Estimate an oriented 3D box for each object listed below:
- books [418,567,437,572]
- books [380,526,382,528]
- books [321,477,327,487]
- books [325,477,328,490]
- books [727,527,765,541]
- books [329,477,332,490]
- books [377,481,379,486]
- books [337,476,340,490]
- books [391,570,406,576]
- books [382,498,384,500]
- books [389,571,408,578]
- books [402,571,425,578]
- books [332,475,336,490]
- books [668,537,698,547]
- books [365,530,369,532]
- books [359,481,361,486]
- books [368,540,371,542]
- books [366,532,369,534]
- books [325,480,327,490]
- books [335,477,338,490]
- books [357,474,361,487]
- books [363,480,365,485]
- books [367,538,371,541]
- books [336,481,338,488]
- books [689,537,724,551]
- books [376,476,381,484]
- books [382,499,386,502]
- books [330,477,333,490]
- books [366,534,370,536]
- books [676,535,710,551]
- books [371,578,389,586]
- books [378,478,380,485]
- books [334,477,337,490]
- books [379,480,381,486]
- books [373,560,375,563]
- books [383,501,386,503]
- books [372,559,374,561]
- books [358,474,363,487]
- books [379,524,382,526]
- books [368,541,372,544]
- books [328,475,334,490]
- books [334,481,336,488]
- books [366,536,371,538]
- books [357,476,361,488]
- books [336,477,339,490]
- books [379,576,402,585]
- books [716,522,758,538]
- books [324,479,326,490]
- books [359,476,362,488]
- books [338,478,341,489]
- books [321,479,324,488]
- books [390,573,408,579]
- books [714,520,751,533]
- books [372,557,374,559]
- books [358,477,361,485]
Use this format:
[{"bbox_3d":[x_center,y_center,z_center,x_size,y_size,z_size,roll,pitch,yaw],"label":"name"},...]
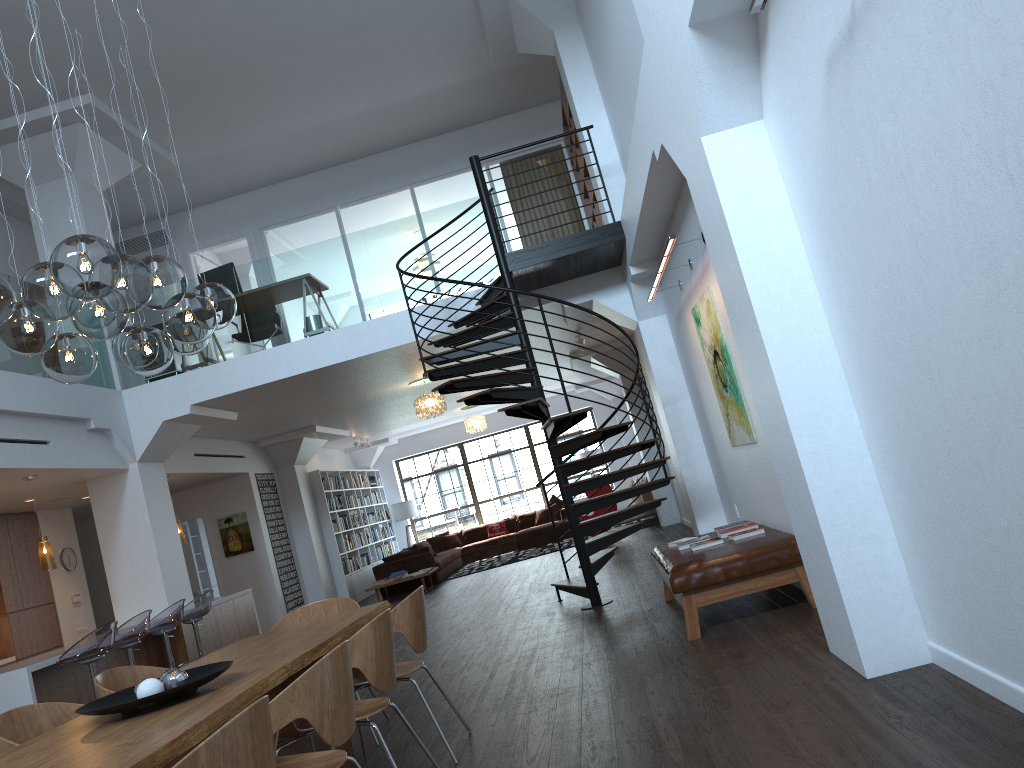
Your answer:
[{"bbox_3d":[-1.442,3.119,14.887,0.256,0.035,0.350,-19,-8,28],"label":"books"},{"bbox_3d":[-2.860,3.034,18.683,0.223,0.031,0.161,-16,-7,3],"label":"books"},{"bbox_3d":[-3.371,1.791,15.704,0.159,0.248,0.089,-16,-7,3],"label":"books"},{"bbox_3d":[-3.366,1.793,15.747,0.170,0.251,0.118,-16,-7,3],"label":"books"},{"bbox_3d":[1.644,1.054,6.232,0.224,0.036,0.161,-15,-7,-3],"label":"books"},{"bbox_3d":[-3.345,1.819,15.987,0.170,0.251,0.118,-16,-7,3],"label":"books"},{"bbox_3d":[-3.021,2.199,19.573,0.128,0.178,0.022,-16,-7,3],"label":"books"},{"bbox_3d":[-3.299,1.863,16.480,0.182,0.255,0.077,-16,-7,3],"label":"books"},{"bbox_3d":[-1.922,3.191,14.990,0.224,0.027,0.157,-16,-7,8],"label":"books"},{"bbox_3d":[-2.957,2.570,19.551,0.254,0.032,0.174,-20,-8,38],"label":"books"},{"bbox_3d":[-1.918,3.223,14.989,0.279,0.035,0.191,-17,-7,13],"label":"books"},{"bbox_3d":[-1.621,3.127,14.554,0.231,0.040,0.342,-8,-10,-46],"label":"books"},{"bbox_3d":[-3.339,1.822,16.192,0.197,0.290,0.136,-16,-7,3],"label":"books"},{"bbox_3d":[1.322,1.221,6.859,0.161,0.031,0.223,-13,-7,-19],"label":"books"},{"bbox_3d":[-2.950,2.926,17.575,0.208,0.024,0.144,-16,-7,8],"label":"books"},{"bbox_3d":[-3.158,2.034,18.023,0.144,0.207,0.048,-16,-7,3],"label":"books"},{"bbox_3d":[-2.921,3.134,17.550,0.251,0.037,0.160,-16,-7,8],"label":"books"},{"bbox_3d":[-2.950,2.982,17.576,0.223,0.032,0.161,-16,-7,3],"label":"books"},{"bbox_3d":[-3.362,1.798,15.671,0.161,0.222,0.084,-16,-7,3],"label":"books"},{"bbox_3d":[-3.309,1.846,16.292,0.182,0.253,0.098,-16,-7,3],"label":"books"},{"bbox_3d":[-3.168,1.985,17.982,0.140,0.298,0.044,-16,-7,3],"label":"books"},{"bbox_3d":[-3.146,2.060,18.369,0.168,0.231,0.037,-16,-7,3],"label":"books"},{"bbox_3d":[-2.934,3.100,17.579,0.259,0.040,0.180,-16,-7,3],"label":"books"},{"bbox_3d":[-3.316,1.851,16.339,0.182,0.255,0.077,-16,-7,3],"label":"books"},{"bbox_3d":[1.375,1.131,6.274,0.224,0.032,0.161,-16,-7,3],"label":"books"},{"bbox_3d":[-3.011,2.193,19.783,0.140,0.231,0.042,-16,-7,3],"label":"books"},{"bbox_3d":[-2.951,2.602,19.552,0.284,0.033,0.197,-17,-7,18],"label":"books"},{"bbox_3d":[-3.336,1.827,16.040,0.174,0.242,0.105,-16,-7,3],"label":"books"},{"bbox_3d":[-2.948,3.016,17.566,0.253,0.040,0.183,-16,-7,3],"label":"books"},{"bbox_3d":[1.341,1.171,6.540,0.247,0.040,0.185,-16,-7,6],"label":"books"},{"bbox_3d":[-2.216,3.331,14.940,0.241,0.045,0.334,-16,-7,5],"label":"books"},{"bbox_3d":[-3.011,2.202,19.700,0.136,0.196,0.045,-16,-7,3],"label":"books"},{"bbox_3d":[-3.314,1.845,16.259,0.159,0.248,0.089,-16,-7,3],"label":"books"},{"bbox_3d":[-3.004,2.208,19.741,0.139,0.191,0.036,-16,-7,3],"label":"books"},{"bbox_3d":[-2.850,3.529,17.473,0.284,0.035,0.197,-16,-7,3],"label":"books"},{"bbox_3d":[-2.942,2.635,19.548,0.284,0.035,0.197,-20,-8,33],"label":"books"},{"bbox_3d":[-2.859,3.497,17.476,0.284,0.033,0.197,-14,-7,-12],"label":"books"},{"bbox_3d":[-3.169,2.015,18.200,0.176,0.290,0.053,-16,-7,3],"label":"books"},{"bbox_3d":[-2.868,3.006,18.694,0.224,0.030,0.161,-17,-7,13],"label":"books"},{"bbox_3d":[-2.910,3.169,17.543,0.246,0.038,0.171,-16,-7,3],"label":"books"},{"bbox_3d":[-3.340,1.814,16.130,0.176,0.293,0.125,-16,-7,3],"label":"books"},{"bbox_3d":[-3.317,1.856,16.226,0.161,0.222,0.083,-16,-7,3],"label":"books"},{"bbox_3d":[-2.932,3.055,17.569,0.231,0.044,0.168,-15,-7,-2],"label":"books"},{"bbox_3d":[-3.183,2.009,17.930,0.189,0.247,0.057,-16,-7,3],"label":"books"},{"bbox_3d":[-3.305,1.859,16.378,0.174,0.243,0.085,-16,-7,3],"label":"books"},{"bbox_3d":[-2.006,3.237,14.586,0.236,0.035,0.340,-19,-8,28],"label":"books"},{"bbox_3d":[1.669,1.082,6.562,0.283,0.043,0.197,-16,-7,3],"label":"books"},{"bbox_3d":[-3.366,1.798,15.637,0.161,0.218,0.101,-16,-7,3],"label":"books"},{"bbox_3d":[-3.168,2.028,18.115,0.171,0.246,0.057,-16,-7,3],"label":"books"},{"bbox_3d":[-3.299,1.882,16.548,0.167,0.233,0.077,-16,-7,3],"label":"books"},{"bbox_3d":[-3.379,1.785,15.483,0.182,0.215,0.188,-16,-7,3],"label":"books"},{"bbox_3d":[-1.905,3.256,14.981,0.312,0.037,0.216,-14,-7,-7],"label":"books"},{"bbox_3d":[1.714,1.110,6.877,0.254,0.044,0.183,-15,-7,-2],"label":"books"},{"bbox_3d":[-2.872,3.467,17.484,0.254,0.032,0.174,-16,-7,8],"label":"books"},{"bbox_3d":[-3.174,2.027,18.069,0.159,0.241,0.038,-16,-7,3],"label":"books"}]
